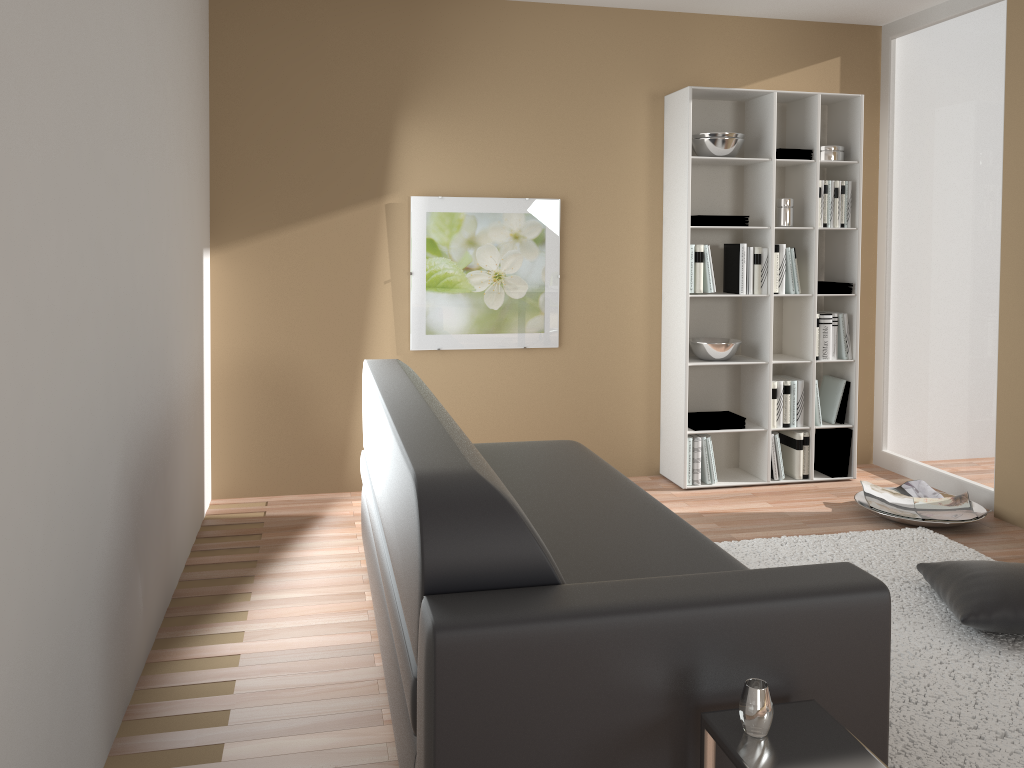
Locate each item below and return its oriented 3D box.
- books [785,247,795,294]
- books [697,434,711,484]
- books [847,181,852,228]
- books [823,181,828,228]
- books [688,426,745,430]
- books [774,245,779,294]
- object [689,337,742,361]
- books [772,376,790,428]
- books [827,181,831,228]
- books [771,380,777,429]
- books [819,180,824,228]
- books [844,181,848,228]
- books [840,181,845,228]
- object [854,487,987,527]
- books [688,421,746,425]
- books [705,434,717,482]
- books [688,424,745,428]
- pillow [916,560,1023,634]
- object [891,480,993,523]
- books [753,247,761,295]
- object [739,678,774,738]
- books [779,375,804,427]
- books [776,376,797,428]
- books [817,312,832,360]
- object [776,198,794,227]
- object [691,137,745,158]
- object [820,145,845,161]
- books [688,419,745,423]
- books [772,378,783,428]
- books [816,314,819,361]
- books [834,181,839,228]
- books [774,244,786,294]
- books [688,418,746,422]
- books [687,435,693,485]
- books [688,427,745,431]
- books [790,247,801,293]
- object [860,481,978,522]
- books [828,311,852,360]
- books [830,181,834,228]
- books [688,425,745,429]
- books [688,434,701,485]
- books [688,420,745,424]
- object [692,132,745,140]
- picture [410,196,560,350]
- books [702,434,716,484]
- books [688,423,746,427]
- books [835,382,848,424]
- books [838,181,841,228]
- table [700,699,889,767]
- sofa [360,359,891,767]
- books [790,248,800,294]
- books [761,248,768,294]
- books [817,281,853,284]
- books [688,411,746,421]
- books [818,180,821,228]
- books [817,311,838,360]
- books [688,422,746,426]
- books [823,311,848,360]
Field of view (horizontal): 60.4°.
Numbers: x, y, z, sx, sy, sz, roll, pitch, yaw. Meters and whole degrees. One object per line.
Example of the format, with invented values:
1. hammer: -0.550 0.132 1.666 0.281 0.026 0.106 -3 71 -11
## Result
1. books: 1.512 -0.638 4.933 0.060 0.258 0.209 0 5 -13
2. books: 1.028 0.396 4.842 0.060 0.258 0.209 0 5 -13
3. books: 1.854 -1.012 4.982 0.020 0.257 0.209 0 5 -13
4. books: 1.708 -1.007 4.948 0.020 0.257 0.209 0 5 -13
5. books: 1.107 0.225 4.878 0.297 0.006 0.212 -2 9 -13
6. books: 1.418 -0.642 4.914 0.053 0.271 0.209 0 5 -12
7. object: 1.121 -0.189 4.886 0.300 0.106 0.300 8 11 42
8. books: 1.493 0.097 4.939 0.040 0.257 0.209 0 5 -12
9. books: 1.728 -1.008 4.954 0.020 0.257 0.209 0 5 -12
10. books: 1.413 0.100 4.917 0.040 0.257 0.209 0 5 -12
11. books: 1.687 -1.007 4.946 0.020 0.257 0.209 0 5 -13
12. books: 1.833 -1.011 4.977 0.020 0.257 0.209 0 5 -12
13. books: 1.813 -1.010 4.971 0.020 0.257 0.209 0 5 -13
14. object: 1.975 0.613 4.274 0.587 0.063 0.589 -6 11 -37
15. books: 1.108 0.197 4.875 0.297 0.006 0.212 -1 9 -11
16. books: 1.068 0.393 4.863 0.058 0.256 0.209 0 5 -12
17. books: 1.105 0.214 4.877 0.297 0.006 0.212 -2 9 -14
18. pillow: 1.772 0.731 3.006 0.609 0.208 0.588 2 8 13
19. object: 2.022 0.590 4.313 0.343 0.096 0.504 -2 9 -13
20. books: 1.315 -0.630 4.875 0.040 0.257 0.209 0 5 -12
21. object: 0.422 0.560 1.522 0.058 0.086 0.057 -3 6 -43
22. books: 1.575 0.094 4.959 0.040 0.257 0.209 0 5 -12
23. books: 1.533 0.095 4.949 0.040 0.257 0.209 0 5 -12
24. books: 1.723 -0.275 4.975 0.076 0.257 0.209 0 5 -12
25. object: 1.518 -0.950 4.893 0.093 0.161 0.094 0 4 2
26. object: 1.129 -1.287 4.848 0.300 0.106 0.300 8 11 42
27. object: 1.779 -1.294 4.977 0.191 0.089 0.193 5 9 29
28. books: 1.107 0.186 4.880 0.297 0.008 0.212 -2 9 -13
29. books: 1.452 0.097 4.933 0.040 0.257 0.209 0 5 -13
30. books: 1.661 -0.274 4.966 0.040 0.257 0.209 0 5 -12
31. books: 1.772 -1.008 4.958 0.020 0.257 0.209 0 5 -13
32. books: 1.464 -0.645 4.925 0.040 0.274 0.209 0 5 -12
33. books: 1.111 0.181 4.875 0.297 0.007 0.212 -2 9 -13
34. books: 0.932 0.400 4.824 0.040 0.257 0.209 0 5 -12
35. books: 1.107 0.230 4.876 0.297 0.007 0.212 -2 9 -13
36. books: 1.552 -0.641 4.954 0.058 0.256 0.209 0 5 -12
37. object: 1.977 0.582 4.288 0.499 0.096 0.346 3 9 17
38. books: 1.856 -0.280 5.014 0.060 0.258 0.209 0 5 -13
39. books: 1.750 -1.009 4.958 0.020 0.257 0.209 0 5 -13
40. books: 1.107 0.219 4.877 0.297 0.006 0.212 -2 9 -13
41. books: 0.979 0.399 4.829 0.040 0.257 0.209 0 5 -12
42. books: 1.107 0.191 4.880 0.297 0.008 0.212 -2 9 -13
43. object: 1.129 -1.314 4.847 0.300 0.106 0.300 8 11 42
44. picture: -0.137 -0.594 4.737 0.816 0.812 0.019 -1 2 -13
45. books: 1.054 0.397 4.843 0.058 0.256 0.209 0 5 -12
46. books: 1.109 0.208 4.877 0.297 0.006 0.212 -2 9 -13
47. books: 1.846 0.091 5.047 0.043 0.236 0.213 0 5 -12
48. books: 1.791 -1.010 4.969 0.020 0.257 0.209 0 5 -13
49. table: 0.476 0.842 1.505 0.227 0.467 0.240 0 4 -13
50. sofa: 0.065 0.455 2.724 0.951 0.828 2.283 -1 8 -13
51. books: 1.538 -0.636 4.934 0.058 0.256 0.209 0 5 -12
52. books: 1.355 -0.629 4.891 0.040 0.250 0.209 0 5 -13
53. books: 1.762 -0.578 5.017 0.210 0.006 0.300 -2 9 -13
54. books: 1.112 0.176 4.877 0.297 0.006 0.212 -2 9 -13
55. books: 1.668 -1.005 4.934 0.020 0.257 0.209 0 5 -13
56. books: 1.779 -0.279 5.002 0.040 0.257 0.209 0 5 -13
57. books: 1.109 0.203 4.877 0.297 0.006 0.212 -2 9 -13
58. books: 1.831 -0.280 5.009 0.060 0.258 0.209 0 5 -12
